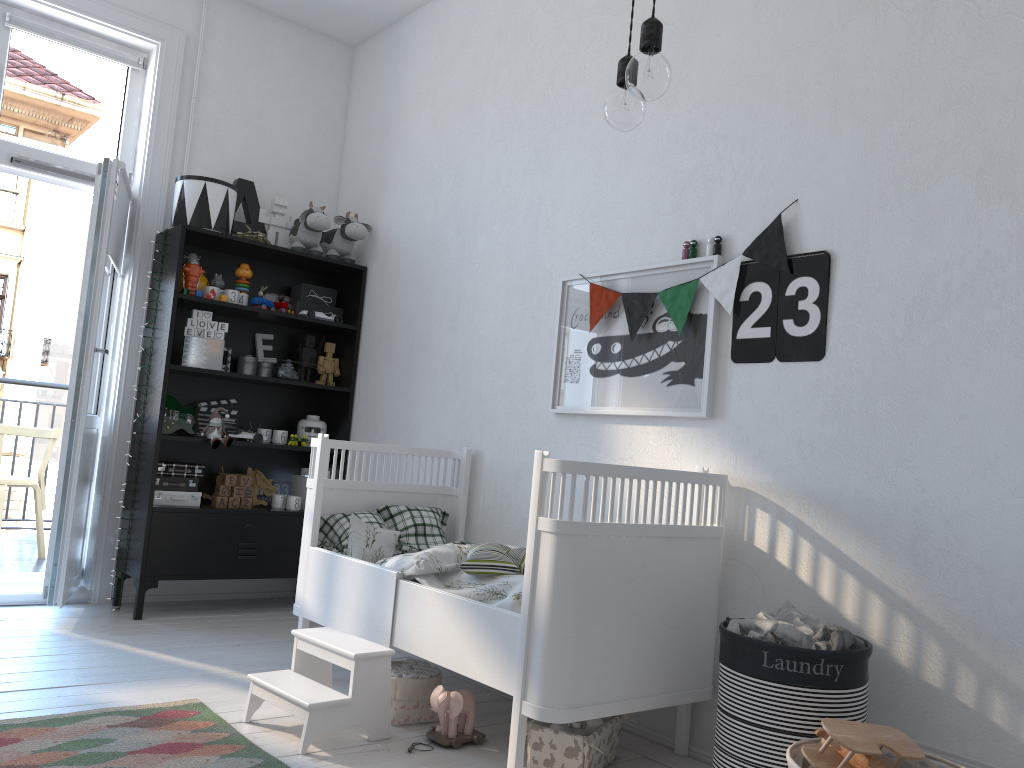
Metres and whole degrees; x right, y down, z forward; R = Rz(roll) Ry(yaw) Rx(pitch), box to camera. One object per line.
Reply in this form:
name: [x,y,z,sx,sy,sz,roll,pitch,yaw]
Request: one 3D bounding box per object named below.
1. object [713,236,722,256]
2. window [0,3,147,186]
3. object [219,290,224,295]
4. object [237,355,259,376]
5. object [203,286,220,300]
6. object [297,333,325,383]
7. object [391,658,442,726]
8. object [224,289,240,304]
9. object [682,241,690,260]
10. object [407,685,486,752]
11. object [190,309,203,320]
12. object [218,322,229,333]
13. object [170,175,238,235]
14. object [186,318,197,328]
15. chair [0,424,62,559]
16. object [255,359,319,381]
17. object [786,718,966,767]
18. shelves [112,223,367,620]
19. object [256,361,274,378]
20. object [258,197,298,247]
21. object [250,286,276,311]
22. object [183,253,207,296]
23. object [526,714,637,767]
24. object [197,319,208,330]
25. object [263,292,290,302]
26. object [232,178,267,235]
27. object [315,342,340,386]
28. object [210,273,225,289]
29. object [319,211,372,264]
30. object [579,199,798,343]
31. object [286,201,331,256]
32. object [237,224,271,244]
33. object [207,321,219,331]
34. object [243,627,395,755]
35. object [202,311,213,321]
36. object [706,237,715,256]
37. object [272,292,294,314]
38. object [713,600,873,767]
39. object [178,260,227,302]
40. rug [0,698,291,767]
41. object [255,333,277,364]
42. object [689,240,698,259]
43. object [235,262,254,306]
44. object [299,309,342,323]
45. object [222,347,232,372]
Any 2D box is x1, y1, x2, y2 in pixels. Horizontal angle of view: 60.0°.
object: [0.625,-0.420,2.696,0.025,0.064,0.025,1,-6,44]
window: [-2.238,-1.316,3.792,1.263,0.660,0.101,9,-6,-39]
object: [-1.333,-0.393,4.038,0.067,0.067,0.067,3,-5,25]
object: [-1.269,-0.083,4.252,0.095,0.110,0.095,8,-5,-34]
object: [-1.346,-0.399,3.971,0.067,0.067,0.067,9,-6,-38]
object: [-1.002,-0.123,4.387,0.117,0.259,0.081,9,-6,-39]
object: [-0.330,0.936,2.712,0.215,0.147,0.240,8,-5,-32]
object: [-1.270,-0.389,4.014,0.067,0.067,0.067,9,-6,-38]
object: [0.549,-0.419,2.792,0.025,0.064,0.025,9,-6,-43]
object: [-0.191,0.927,2.476,0.255,0.151,0.125,9,-6,-40]
object: [-1.394,-0.305,3.919,0.040,0.040,0.040,8,-5,-34]
object: [-1.290,-0.252,3.964,0.040,0.040,0.040,6,-5,-14]
object: [-1.410,-0.793,4.092,0.272,0.259,0.395,6,-5,-11]
object: [-1.413,-0.267,3.909,0.040,0.040,0.040,8,-5,-29]
chair: [-2.731,0.569,4.716,0.436,0.715,0.498,5,-4,6]
object: [-1.080,-0.063,4.257,0.368,0.105,0.349,9,-6,-37]
object: [0.725,0.845,1.735,0.379,0.367,0.378,3,-5,21]
shelves: [-1.242,0.201,4.147,0.912,1.676,0.353,9,-6,-39]
object: [-1.141,-0.064,4.249,0.078,0.091,0.246,10,-6,-44]
object: [-1.157,-0.763,4.357,0.190,0.290,0.065,8,-5,-34]
object: [-1.162,-0.397,4.153,0.087,0.126,0.121,3,-5,28]
object: [-1.408,-0.478,3.921,0.105,0.203,0.072,8,-5,-31]
object: [0.175,0.946,2.393,0.242,0.163,0.360,3,-5,26]
object: [-1.371,-0.262,3.927,0.040,0.040,0.040,7,-5,-19]
object: [-1.090,-0.370,4.468,0.347,0.131,0.037,9,-6,-39]
object: [-1.307,-0.811,4.273,0.343,0.344,0.057,9,-6,-39]
object: [-0.906,-0.095,4.385,0.114,0.221,0.052,9,-6,-40]
object: [-1.377,-0.435,4.135,0.063,0.160,0.063,3,-5,29]
object: [-0.875,-0.714,4.380,0.386,0.253,0.211,2,-5,34]
object: [0.506,-0.339,2.821,0.058,0.414,0.905,9,-6,-40]
object: [-0.989,-0.732,4.281,0.154,0.253,0.370,8,-5,-31]
object: [-1.200,-0.691,4.124,0.121,0.100,0.338,5,-5,-4]
object: [-1.330,-0.257,3.946,0.040,0.040,0.040,6,-5,-9]
object: [-0.539,0.850,2.503,0.289,0.245,0.332,10,-6,-44]
object: [-1.356,-0.300,3.936,0.040,0.040,0.040,8,-5,-29]
object: [0.609,-0.419,2.715,0.025,0.064,0.025,9,-6,-43]
object: [-1.105,-0.383,4.254,0.122,0.112,0.087,3,-5,22]
object: [0.656,0.788,2.100,0.346,0.513,0.345,1,-6,41]
object: [-1.427,-0.469,3.996,0.197,0.197,0.318,9,-6,-43]
rug: [-0.802,0.856,1.457,1.320,0.016,2.028,9,-6,-39]
object: [-1.210,-0.174,4.356,0.107,0.151,0.055,9,-6,-39]
object: [0.567,-0.419,2.770,0.025,0.064,0.025,9,-6,-41]
object: [-1.242,-0.454,4.087,0.077,0.213,0.077,6,-4,-6]
object: [-0.926,-0.326,4.286,0.098,0.048,0.231,1,-6,41]
object: [-1.374,-0.108,4.210,0.070,0.134,0.028,9,-6,-39]
